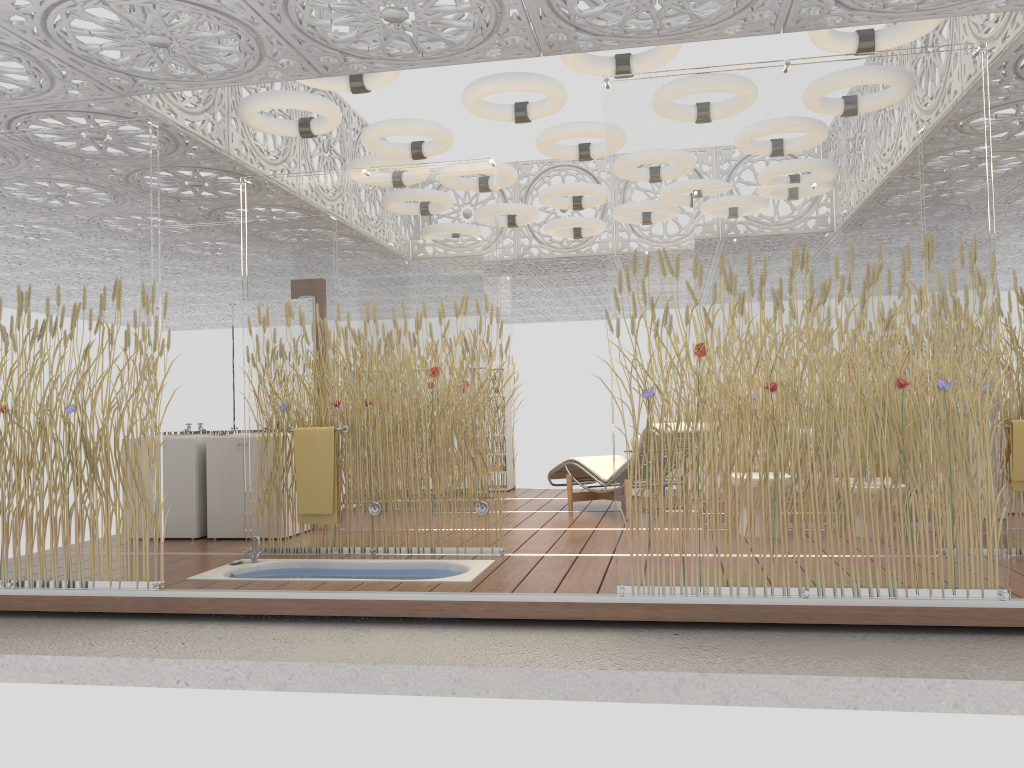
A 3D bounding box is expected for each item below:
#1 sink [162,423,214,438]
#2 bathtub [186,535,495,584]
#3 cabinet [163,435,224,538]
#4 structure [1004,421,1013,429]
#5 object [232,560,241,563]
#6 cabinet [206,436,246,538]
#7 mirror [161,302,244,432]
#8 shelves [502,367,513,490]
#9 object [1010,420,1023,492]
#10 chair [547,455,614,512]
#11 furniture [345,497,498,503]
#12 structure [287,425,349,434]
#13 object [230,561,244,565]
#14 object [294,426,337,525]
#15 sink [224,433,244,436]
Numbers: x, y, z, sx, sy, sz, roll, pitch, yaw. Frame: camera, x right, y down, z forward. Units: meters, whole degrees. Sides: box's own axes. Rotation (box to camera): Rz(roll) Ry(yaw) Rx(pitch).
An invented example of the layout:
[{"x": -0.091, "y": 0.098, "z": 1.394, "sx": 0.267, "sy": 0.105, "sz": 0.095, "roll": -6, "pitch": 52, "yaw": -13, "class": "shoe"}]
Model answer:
[{"x": -2.727, "y": 0.455, "z": 7.248, "sx": 0.573, "sy": 0.266, "sz": 0.499, "roll": -2, "pitch": -2, "yaw": 7, "class": "sink"}, {"x": -0.999, "y": 1.232, "z": 5.350, "sx": 1.700, "sy": 0.582, "sz": 0.700, "roll": -2, "pitch": -2, "yaw": 10, "class": "bathtub"}, {"x": -2.719, "y": 0.823, "z": 7.219, "sx": 0.643, "sy": 0.782, "sz": 0.549, "roll": -2, "pitch": -2, "yaw": 10, "class": "cabinet"}, {"x": 3.092, "y": 0.234, "z": 5.154, "sx": 0.405, "sy": 0.183, "sz": 0.115, "roll": -2, "pitch": -2, "yaw": 8, "class": "structure"}, {"x": -1.754, "y": 1.132, "z": 5.650, "sx": 0.035, "sy": 0.016, "sz": 0.066, "roll": -2, "pitch": -2, "yaw": 19, "class": "object"}, {"x": -2.012, "y": 0.801, "z": 7.093, "sx": 0.643, "sy": 0.782, "sz": 0.549, "roll": -2, "pitch": -2, "yaw": 10, "class": "cabinet"}, {"x": -2.339, "y": -0.150, "z": 7.460, "sx": 1.422, "sy": 1.081, "sz": 0.009, "roll": -2, "pitch": -2, "yaw": 10, "class": "mirror"}, {"x": -0.211, "y": 0.539, "z": 10.700, "sx": 0.366, "sy": 1.460, "sz": 0.344, "roll": -2, "pitch": -2, "yaw": 10, "class": "shelves"}, {"x": 3.034, "y": 0.415, "z": 5.128, "sx": 0.295, "sy": 0.427, "sz": 0.042, "roll": -1, "pitch": -2, "yaw": 1, "class": "object"}, {"x": 1.022, "y": 0.759, "z": 8.024, "sx": 0.635, "sy": 0.811, "sz": 1.787, "roll": 0, "pitch": -2, "yaw": -30, "class": "chair"}, {"x": -0.581, "y": 0.744, "z": 5.705, "sx": 0.977, "sy": 0.014, "sz": 0.178, "roll": -2, "pitch": -2, "yaw": 10, "class": "furniture"}, {"x": -1.318, "y": 0.308, "z": 5.968, "sx": 0.442, "sy": 0.047, "sz": 0.078, "roll": -2, "pitch": -2, "yaw": 10, "class": "structure"}, {"x": -1.755, "y": 1.139, "z": 5.650, "sx": 0.065, "sy": 0.011, "sz": 0.108, "roll": -2, "pitch": -2, "yaw": 19, "class": "object"}, {"x": -1.313, "y": 0.615, "z": 5.931, "sx": 0.283, "sy": 0.656, "sz": 0.042, "roll": -2, "pitch": -2, "yaw": 10, "class": "object"}, {"x": -2.021, "y": 0.434, "z": 7.122, "sx": 0.573, "sy": 0.266, "sz": 0.499, "roll": -2, "pitch": -2, "yaw": 13, "class": "sink"}]
